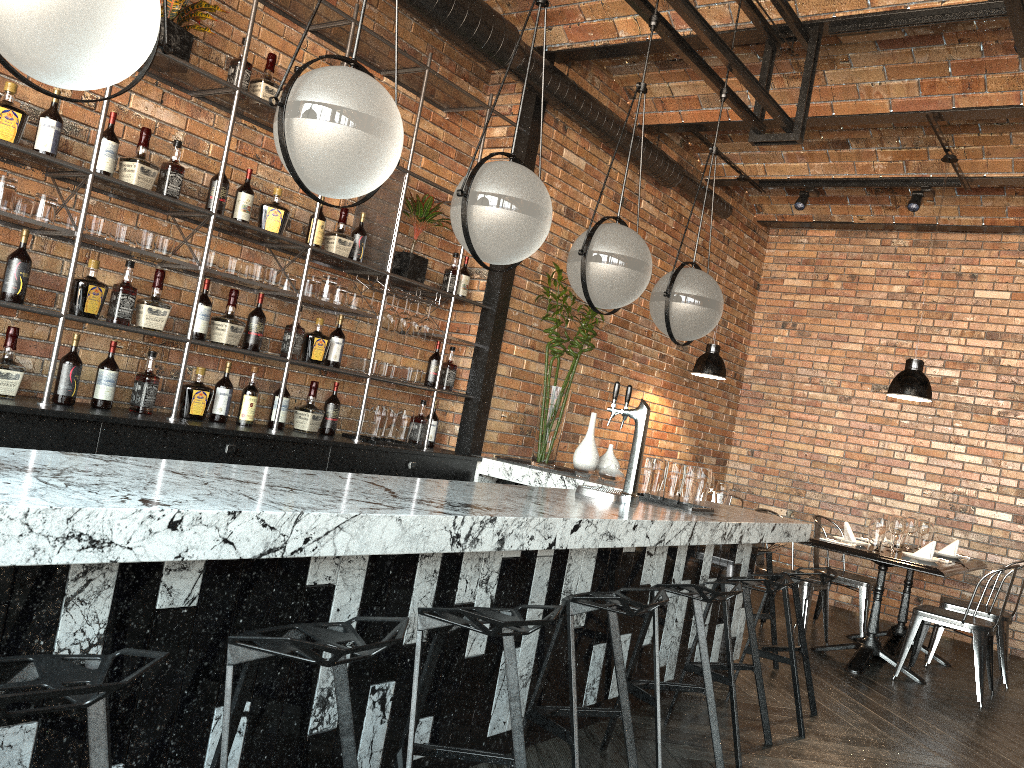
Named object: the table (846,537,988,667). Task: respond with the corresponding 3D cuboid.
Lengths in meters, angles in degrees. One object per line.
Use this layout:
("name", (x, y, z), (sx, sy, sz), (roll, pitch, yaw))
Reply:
("table", (2.899, 1.590, 6.531), (0.872, 0.758, 0.872), (9, -2, 36))

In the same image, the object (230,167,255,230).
("object", (-1.289, -0.895, 4.271), (0.086, 0.298, 0.086), (11, -2, -5))

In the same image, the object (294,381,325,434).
("object", (-1.072, 0.122, 4.707), (0.123, 0.279, 0.123), (10, -2, 25))

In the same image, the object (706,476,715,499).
("object", (1.543, 0.845, 7.004), (0.092, 0.244, 0.092), (9, -3, 42))

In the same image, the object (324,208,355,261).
("object", (-0.914, -0.799, 4.720), (0.123, 0.279, 0.123), (9, -3, 45))

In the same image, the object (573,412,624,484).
("object", (0.539, 0.385, 5.403), (0.316, 0.397, 0.319), (11, -2, -5))

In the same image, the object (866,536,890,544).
("object", (2.799, 1.127, 6.689), (0.232, 0.139, 0.232), (9, -2, 30))

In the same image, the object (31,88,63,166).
("object", (-1.822, -1.018, 3.497), (0.086, 0.298, 0.086), (11, -2, -5))

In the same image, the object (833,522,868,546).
("object", (2.293, 1.010, 5.982), (0.232, 0.139, 0.232), (9, -2, 30))

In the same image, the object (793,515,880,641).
("object", (2.526, 1.478, 6.758), (0.558, 0.857, 0.504), (9, -2, 36))

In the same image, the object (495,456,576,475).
("object", (0.195, 0.522, 5.634), (0.622, 0.014, 0.622), (10, -2, 9))

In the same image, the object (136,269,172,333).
("object", (-1.579, -0.368, 3.919), (0.123, 0.279, 0.123), (12, -2, -40))

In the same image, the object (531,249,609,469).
("object", (0.365, -0.227, 5.653), (0.584, 1.546, 0.673), (11, -2, -15))

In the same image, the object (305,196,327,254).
("object", (-1.013, -0.831, 4.613), (0.086, 0.299, 0.086), (11, -2, -5))

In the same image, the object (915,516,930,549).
("object", (3.063, 1.114, 6.620), (0.092, 0.244, 0.092), (10, -2, 8))

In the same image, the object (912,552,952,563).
("object", (2.791, 1.155, 5.914), (0.255, 0.019, 0.157), (9, -2, 37))

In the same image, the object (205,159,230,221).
("object", (-1.362, -0.913, 4.122), (0.086, 0.299, 0.086), (11, -2, -5))

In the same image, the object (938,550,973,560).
("object", (3.297, 1.273, 6.620), (0.255, 0.019, 0.157), (9, -2, 37))

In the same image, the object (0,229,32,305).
("object", (-1.926, -0.458, 3.461), (0.086, 0.297, 0.086), (11, -2, -5))

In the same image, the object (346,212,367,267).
("object", (-0.839, -0.791, 4.851), (0.086, 0.297, 0.086), (11, -2, -5))

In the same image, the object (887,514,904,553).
("object", (2.557, 0.996, 5.914), (0.092, 0.244, 0.092), (10, -2, 8))

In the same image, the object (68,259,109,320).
("object", (-1.761, -0.394, 3.691), (0.094, 0.248, 0.151), (10, -2, 25))

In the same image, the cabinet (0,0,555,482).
("cabinet", (-2.162, -0.940, 2.968), (0.564, 3.779, 7.075), (9, -2, 36))

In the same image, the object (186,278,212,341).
("object", (-1.447, -0.347, 4.136), (0.086, 0.298, 0.086), (11, -2, -5))

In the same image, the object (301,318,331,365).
("object", (-1.038, -0.226, 4.699), (0.094, 0.248, 0.151), (9, -3, 45))

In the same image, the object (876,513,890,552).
("object", (2.380, 0.957, 5.723), (0.092, 0.244, 0.092), (10, -2, 8))

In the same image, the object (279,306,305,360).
("object", (-1.124, -0.264, 4.577), (0.083, 0.282, 0.083), (10, -2, 21))

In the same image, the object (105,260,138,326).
("object", (-1.669, -0.391, 3.816), (0.083, 0.282, 0.083), (9, -2, 36))

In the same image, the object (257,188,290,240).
("object", (-1.176, -0.843, 4.380), (0.151, 0.248, 0.094), (11, -2, -25))

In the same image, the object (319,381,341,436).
("object", (-0.985, 0.131, 4.854), (0.086, 0.299, 0.086), (11, -2, -5))

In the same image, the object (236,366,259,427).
("object", (-1.303, 0.060, 4.405), (0.080, 0.299, 0.080), (9, -2, 39))

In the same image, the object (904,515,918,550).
("object", (2.886, 1.075, 6.430), (0.092, 0.244, 0.092), (10, -2, 8))

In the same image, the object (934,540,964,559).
("object", (3.150, 1.183, 6.421), (0.232, 0.139, 0.232), (9, -2, 30))

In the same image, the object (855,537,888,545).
("object", (2.661, 1.151, 6.507), (0.255, 0.019, 0.157), (9, -2, 37))

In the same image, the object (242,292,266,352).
("object", (-1.265, -0.306, 4.384), (0.086, 0.299, 0.086), (11, -2, -5))

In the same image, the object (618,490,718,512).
("object", (0.772, 0.587, 4.424), (0.437, 0.019, 0.273), (9, -2, 36))

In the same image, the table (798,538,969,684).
("table", (2.390, 1.472, 5.820), (0.872, 0.758, 0.872), (9, -2, 36))

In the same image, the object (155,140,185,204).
("object", (-1.503, -0.937, 3.921), (0.083, 0.282, 0.083), (9, -2, 36))

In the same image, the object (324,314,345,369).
("object", (-0.956, -0.232, 4.833), (0.086, 0.298, 0.086), (11, -2, -5))

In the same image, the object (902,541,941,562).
("object", (2.644, 1.065, 5.715), (0.232, 0.139, 0.232), (9, -2, 30))

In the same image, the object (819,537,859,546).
("object", (2.155, 1.033, 5.800), (0.255, 0.019, 0.157), (9, -2, 37))

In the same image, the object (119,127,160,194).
("object", (-1.585, -0.955, 3.783), (0.123, 0.279, 0.123), (10, -2, 25))

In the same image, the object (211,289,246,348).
("object", (-1.351, -0.315, 4.237), (0.123, 0.279, 0.123), (10, -2, 25))

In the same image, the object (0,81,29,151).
("object", (-1.914, -1.014, 3.350), (0.094, 0.248, 0.151), (9, -2, 40))

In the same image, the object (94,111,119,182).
("object", (-1.682, -0.987, 3.683), (0.086, 0.298, 0.086), (11, -2, -5))
